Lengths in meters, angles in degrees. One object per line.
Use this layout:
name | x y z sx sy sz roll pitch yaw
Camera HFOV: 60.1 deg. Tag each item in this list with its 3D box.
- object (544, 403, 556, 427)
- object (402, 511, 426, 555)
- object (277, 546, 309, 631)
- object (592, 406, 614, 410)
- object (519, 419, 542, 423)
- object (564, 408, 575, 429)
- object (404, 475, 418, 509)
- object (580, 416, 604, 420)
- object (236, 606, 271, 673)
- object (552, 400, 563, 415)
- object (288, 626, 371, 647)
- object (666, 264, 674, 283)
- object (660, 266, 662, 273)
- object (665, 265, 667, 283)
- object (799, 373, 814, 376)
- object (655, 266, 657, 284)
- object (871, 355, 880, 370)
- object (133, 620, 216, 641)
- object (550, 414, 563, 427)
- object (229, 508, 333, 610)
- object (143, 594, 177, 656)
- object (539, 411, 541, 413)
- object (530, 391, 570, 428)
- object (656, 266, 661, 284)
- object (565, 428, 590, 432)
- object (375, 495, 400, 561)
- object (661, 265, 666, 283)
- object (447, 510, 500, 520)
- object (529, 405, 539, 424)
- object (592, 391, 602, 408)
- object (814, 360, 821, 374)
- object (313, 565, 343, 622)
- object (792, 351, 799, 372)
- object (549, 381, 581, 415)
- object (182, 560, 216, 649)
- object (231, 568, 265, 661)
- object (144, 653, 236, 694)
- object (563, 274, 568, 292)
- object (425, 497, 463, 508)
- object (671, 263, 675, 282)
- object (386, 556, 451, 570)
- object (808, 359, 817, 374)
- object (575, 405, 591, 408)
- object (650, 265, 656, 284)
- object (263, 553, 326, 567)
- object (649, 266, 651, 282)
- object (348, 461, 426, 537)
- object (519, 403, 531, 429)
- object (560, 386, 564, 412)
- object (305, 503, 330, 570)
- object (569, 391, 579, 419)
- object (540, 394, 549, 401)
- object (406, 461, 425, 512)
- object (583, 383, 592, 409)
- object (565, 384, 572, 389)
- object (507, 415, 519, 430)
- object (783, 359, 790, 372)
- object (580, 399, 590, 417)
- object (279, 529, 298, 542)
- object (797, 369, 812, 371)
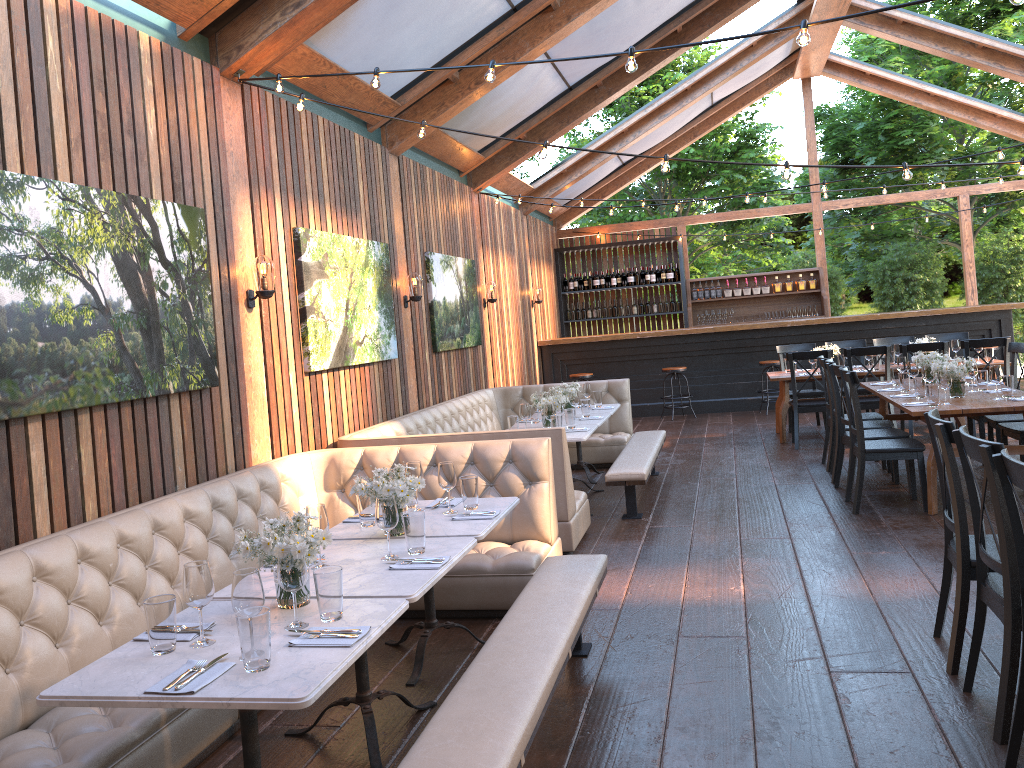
object | 0.302 0.273 6.925 0.092 0.244 0.092 -5 0 -28
object | -0.389 0.600 3.549 0.092 0.158 0.092 -5 1 0
object | -0.680 0.634 2.756 0.092 0.244 0.092 -5 0 -28
object | 0.862 0.230 8.559 0.255 0.019 0.158 -4 4 14
object | 0.194 0.326 7.971 0.255 0.019 0.158 -4 4 14
object | 0.475 0.284 7.200 0.092 0.158 0.092 -5 1 0
object | -0.517 0.548 4.489 0.092 0.158 0.091 -6 1 -40
object | 0.679 0.297 7.784 0.255 0.019 0.158 -4 4 14
object | -0.703 0.701 2.424 0.092 0.158 0.092 -5 1 0
object | 0.371 0.252 7.157 0.092 0.244 0.092 -5 0 -28
object | -0.560 0.745 2.633 0.255 0.019 0.158 -4 4 14
object | 2.717 -1.901 15.216 0.136 0.316 0.136 -5 1 20
object | 2.593 -1.894 15.323 0.077 0.307 0.077 -5 0 30
object | 2.681 -1.906 15.352 0.077 0.309 0.077 -5 0 -8
object | 3.252 -0.109 9.777 0.157 0.019 0.256 -4 4 14
object | 2.514 -1.888 15.360 0.075 0.303 0.075 -5 0 -3
object | 3.964 -0.230 9.642 0.091 0.158 0.092 -4 1 40
object | -1.044 0.775 2.791 0.255 0.019 0.158 -4 4 14
object | 0.348 0.319 6.825 0.092 0.158 0.092 -5 1 0
object | -0.751 0.592 2.977 0.335 0.309 0.330 -4 2 26
object | -1.039 0.716 2.625 0.092 0.158 0.092 -5 1 0
object | 0.369 0.262 8.700 0.255 0.019 0.158 -4 4 14
object | 0.315 0.210 7.377 0.328 0.309 0.337 -3 3 36
object | 2.523 -1.886 15.254 0.077 0.309 0.077 -5 0 -8
object | 0.491 0.363 7.034 0.255 0.019 0.158 -4 4 14
object | -0.492 0.568 3.506 0.092 0.244 0.092 -5 0 -28
object | 2.596 -1.889 15.204 0.078 0.312 0.078 -5 0 9
object | -0.190 0.612 4.158 0.255 0.019 0.158 -4 4 14
object | 0.199 0.266 7.805 0.092 0.158 0.092 -5 1 0
object | 0.845 0.151 8.725 0.092 0.158 0.092 -5 1 0
object | 3.393 -0.191 9.775 0.091 0.158 0.092 -4 1 40
object | -0.577 0.665 2.799 0.092 0.158 0.092 -5 1 0
object | 3.297 -0.260 10.285 0.092 0.244 0.092 -5 1 -34
object | 0.517 0.130 8.308 0.329 0.309 0.336 -5 2 -12
object | -0.943 0.662 2.668 0.092 0.244 0.092 -5 0 -28
object | -0.749 0.655 2.524 0.092 0.244 0.092 -5 0 -28
object | -0.863 0.785 2.413 0.157 0.019 0.256 -4 4 14
object | 0.943 -1.789 15.676 0.081 0.324 0.170 -5 1 -1
object | -0.346 0.602 4.499 0.157 0.019 0.256 -4 4 14
object | 2.782 -1.925 15.343 0.087 0.334 0.087 -5 0 -6
object | -0.372 0.679 3.383 0.255 0.019 0.158 -4 4 14
object | 3.361 -0.239 9.891 0.092 0.244 0.092 -5 1 -34
object | 0.706 0.221 8.900 0.157 0.019 0.256 -4 4 14
object | 2.425 -1.890 15.260 0.087 0.334 0.087 -5 0 -6
object | -0.857 0.707 3.570 0.255 0.019 0.158 -4 4 14
object | 2.409 -1.884 15.361 0.078 0.312 0.078 -5 0 9
object | -0.528 0.512 3.910 0.335 0.309 0.330 -4 2 30
object | 0.109 0.280 7.069 0.092 0.244 0.092 -5 0 -28
object | 0.471 0.149 8.577 0.092 0.244 0.092 -5 1 -34
object | -0.756 0.594 3.446 0.092 0.244 0.092 -5 0 -28
object | 0.559 0.186 7.907 0.092 0.244 0.092 -5 1 -34
object | 0.296 0.212 7.847 0.092 0.244 0.092 -5 1 -34
object | -0.478 0.508 4.388 0.092 0.244 0.092 -5 0 -28
object | 0.742 0.119 8.682 0.092 0.244 0.092 -5 1 -34
object | 0.573 0.126 8.789 0.092 0.244 0.092 -5 1 -34
object | 0.012 0.334 7.026 0.092 0.158 0.092 -5 1 0
object | 3.242 -0.219 10.394 0.091 0.158 0.092 -4 1 40
object | 0.663 0.218 7.950 0.092 0.158 0.092 -5 1 0
object | -0.852 0.648 3.404 0.092 0.158 0.092 -5 1 0
object | 3.435 -0.166 10.404 0.157 0.019 0.256 -4 4 14
